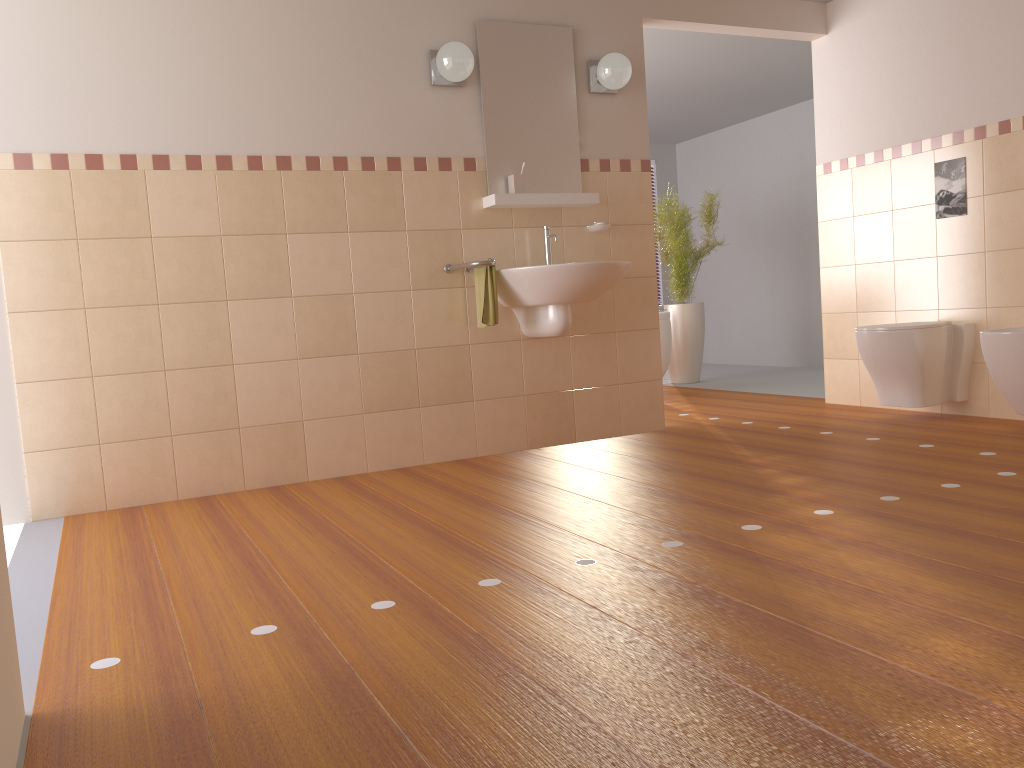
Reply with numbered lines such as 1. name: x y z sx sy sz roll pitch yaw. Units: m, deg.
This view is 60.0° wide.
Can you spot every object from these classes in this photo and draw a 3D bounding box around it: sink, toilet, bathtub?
1. sink: 2.250 -0.126 3.793 0.515 0.517 0.335 -6 5 -25
2. sink: 0.253 -0.479 4.053 0.683 0.516 0.539 -6 5 -25
3. toilet: 1.964 -0.097 4.393 0.534 0.400 0.375 -6 5 -25
4. bathtub: 0.285 -0.296 6.085 1.874 0.900 0.888 -6 5 -25

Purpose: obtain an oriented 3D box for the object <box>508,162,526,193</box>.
1. object: 0.025 -0.955 4.133 0.063 0.149 0.073 -6 5 -25

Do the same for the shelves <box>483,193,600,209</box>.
1. shelves: 0.142 -0.869 4.201 0.554 0.050 0.138 -6 5 -25

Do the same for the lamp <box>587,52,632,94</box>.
1. lamp: 0.485 -1.509 4.292 0.173 0.173 0.209 -6 5 -25

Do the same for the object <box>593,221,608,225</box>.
1. object: 0.436 -0.789 4.369 0.075 0.023 0.050 -1 5 30

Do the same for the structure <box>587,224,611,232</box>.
1. structure: 0.437 -0.767 4.369 0.117 0.029 0.092 -6 5 -25

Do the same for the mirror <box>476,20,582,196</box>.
1. mirror: 0.090 -1.301 4.212 0.502 0.799 0.008 -6 5 -25

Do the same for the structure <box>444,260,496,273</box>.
1. structure: -0.177 -0.528 3.958 0.142 0.042 0.333 -6 5 -25

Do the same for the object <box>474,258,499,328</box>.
1. object: -0.114 -0.406 3.989 0.085 0.306 0.181 -5 5 -9

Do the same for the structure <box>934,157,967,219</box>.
1. structure: 2.164 -0.965 4.378 0.005 0.279 0.170 -6 5 -25

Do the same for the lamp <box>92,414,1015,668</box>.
1. lamp: -0.053 0.370 3.805 3.173 0.001 2.893 -6 5 -25

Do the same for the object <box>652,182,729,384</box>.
1. object: 1.454 -0.792 7.108 0.683 1.557 1.335 -3 5 7

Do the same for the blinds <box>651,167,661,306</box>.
1. blinds: -0.605 -0.996 8.206 4.712 2.022 0.032 -6 5 -25

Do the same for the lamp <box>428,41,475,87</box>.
1. lamp: -0.259 -1.428 3.945 0.173 0.173 0.209 -6 5 -25
